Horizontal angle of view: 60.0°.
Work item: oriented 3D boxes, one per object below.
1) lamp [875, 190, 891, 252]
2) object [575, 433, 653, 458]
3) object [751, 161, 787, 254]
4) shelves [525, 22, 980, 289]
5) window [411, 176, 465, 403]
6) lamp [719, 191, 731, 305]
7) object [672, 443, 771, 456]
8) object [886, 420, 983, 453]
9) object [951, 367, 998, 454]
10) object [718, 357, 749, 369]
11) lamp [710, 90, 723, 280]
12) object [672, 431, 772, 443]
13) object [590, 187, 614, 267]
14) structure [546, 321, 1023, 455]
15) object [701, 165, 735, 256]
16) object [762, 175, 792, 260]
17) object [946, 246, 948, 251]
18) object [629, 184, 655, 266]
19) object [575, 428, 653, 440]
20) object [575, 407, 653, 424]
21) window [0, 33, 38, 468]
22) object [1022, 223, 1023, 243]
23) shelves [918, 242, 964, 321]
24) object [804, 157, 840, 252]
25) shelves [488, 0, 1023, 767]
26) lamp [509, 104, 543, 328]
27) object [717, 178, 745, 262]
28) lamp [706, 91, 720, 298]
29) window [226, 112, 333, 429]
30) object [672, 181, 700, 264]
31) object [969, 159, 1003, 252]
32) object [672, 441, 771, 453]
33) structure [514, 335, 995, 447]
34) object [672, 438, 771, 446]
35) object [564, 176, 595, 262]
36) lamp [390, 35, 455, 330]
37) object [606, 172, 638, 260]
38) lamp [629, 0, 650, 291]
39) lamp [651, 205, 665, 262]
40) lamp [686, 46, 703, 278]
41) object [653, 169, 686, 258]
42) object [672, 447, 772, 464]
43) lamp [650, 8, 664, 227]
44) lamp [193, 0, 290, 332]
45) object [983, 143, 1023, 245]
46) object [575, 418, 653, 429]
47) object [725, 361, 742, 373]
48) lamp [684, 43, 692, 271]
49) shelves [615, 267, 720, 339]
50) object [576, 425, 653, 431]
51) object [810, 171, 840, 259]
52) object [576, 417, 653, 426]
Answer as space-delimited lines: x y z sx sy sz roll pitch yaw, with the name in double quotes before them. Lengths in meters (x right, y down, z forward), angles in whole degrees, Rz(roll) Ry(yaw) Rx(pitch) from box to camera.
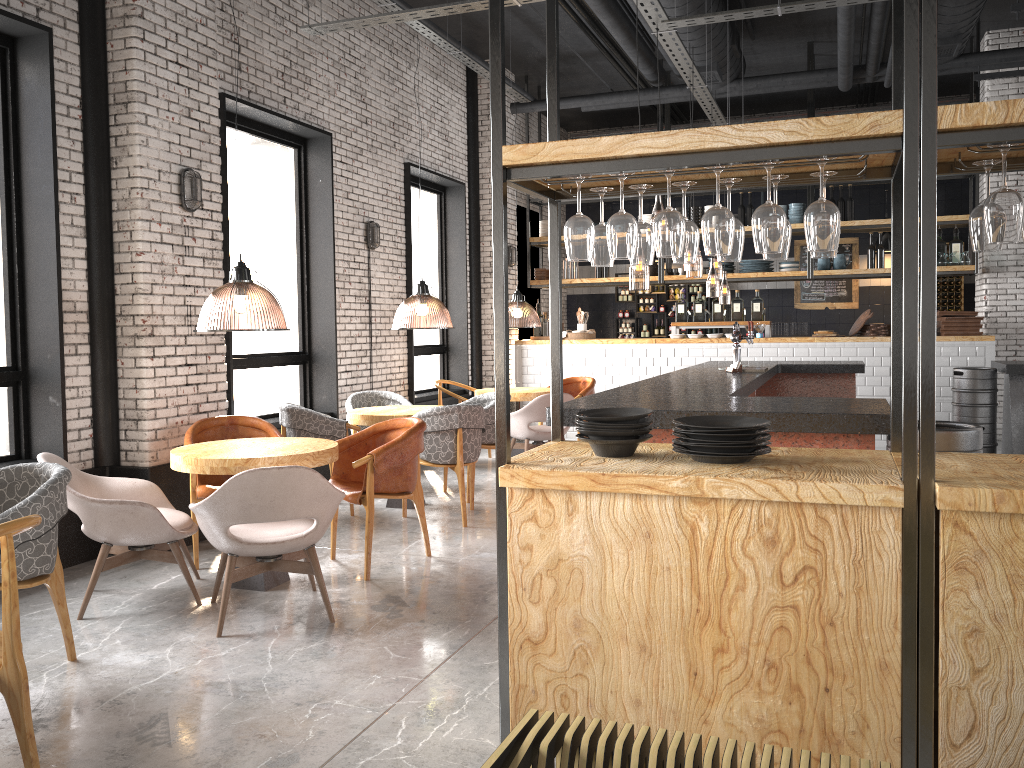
"lamp" 5.799 -2.526 13.725 0.390 0.936 0.391 0 3 23
"object" 0.341 0.204 2.955 0.257 0.067 0.257 0 4 13
"object" 0.759 -0.521 2.617 0.101 0.267 0.101 -2 3 -16
"shelves" 2.962 -2.887 11.734 5.677 3.064 0.598 0 3 20
"window" -1.069 -1.167 10.823 0.365 2.694 1.536 0 3 20
"lamp" 1.938 -1.525 8.091 0.108 1.597 0.108 -3 3 -38
"object" 0.664 0.213 2.815 0.306 0.041 0.306 2 4 38
"object" 1.811 0.689 3.813 0.398 1.034 0.399 -3 3 -34
"object" 4.390 0.365 8.419 0.398 1.034 0.399 -3 3 -34
"object" 2.042 -0.205 8.146 0.200 0.106 0.767 0 4 20
"lamp" 1.730 -1.687 7.531 0.108 1.597 0.108 -3 3 -38
"object" 0.664 0.175 2.814 0.306 0.042 0.306 -2 4 -22
"object" 0.314 -0.544 3.087 0.101 0.267 0.101 -2 3 -16
"structure" 3.187 0.294 6.275 4.310 1.532 5.882 0 4 20
"object" 0.620 -0.522 2.669 0.101 0.267 0.101 -2 3 -16
"object" 0.858 -0.539 2.886 0.101 0.267 0.101 -2 3 -16
"object" 6.584 -2.058 13.480 0.079 0.079 0.284 0 4 20
"object" 0.443 -0.543 3.039 0.101 0.267 0.101 -2 3 -16
"object" 0.340 0.181 2.955 0.257 0.075 0.257 0 4 20
"object" 0.341 0.126 2.952 0.257 0.076 0.257 -3 4 -32
"window" -3.291 -0.761 4.824 0.365 2.694 1.536 0 3 20
"object" 1.563 -0.533 2.624 0.101 0.267 0.101 1 3 34
"shelves" 6.450 -1.078 13.666 0.889 2.146 0.251 0 3 20
"object" 0.897 -0.520 2.566 0.101 0.267 0.101 -3 3 -39
"shelves" 1.738 -1.211 2.363 3.659 5.014 0.690 0 3 20
"lamp" 0.045 -1.803 9.480 0.537 2.404 0.537 -2 3 -28
"object" 0.720 -0.540 2.937 0.101 0.267 0.101 -2 3 -16
"lamp" 1.561 -1.475 6.906 0.108 1.597 0.108 -1 2 2
"window" -2.181 -0.964 7.822 0.365 2.694 1.536 0 3 20
"object" 0.581 -0.541 2.988 0.101 0.267 0.101 -2 3 -16
"object" 1.433 -0.534 2.672 0.101 0.267 0.101 1 3 34
"object" 0.664 0.198 2.815 0.306 0.044 0.306 1 4 21
"structure" 3.022 0.055 11.773 5.800 1.344 1.512 0 3 20
"object" 0.663 0.190 2.816 0.306 0.046 0.306 -2 4 -22
"object" 0.214 -0.526 2.819 0.101 0.267 0.101 -2 3 -16
"lamp" -0.759 -1.656 7.309 0.537 2.404 0.537 -2 3 -28
"object" 0.344 -0.525 2.771 0.101 0.267 0.101 -2 3 -16
"lamp" 0.662 -1.292 4.646 0.108 1.597 0.108 -3 3 -38
"lamp" 2.391 -2.558 15.023 0.390 0.936 0.391 0 3 23
"lamp" 1.157 -1.410 5.649 0.108 1.460 0.108 -1 2 -8
"object" 0.482 -0.523 2.720 0.101 0.267 0.101 -2 3 -16
"object" 0.665 0.224 2.816 0.306 0.035 0.306 -3 4 -32
"lamp" 0.845 -1.624 5.139 0.108 1.597 0.108 -3 3 -38
"lamp" -1.581 -1.506 5.090 0.537 2.404 0.537 -2 3 -28
"object" 1.334 -0.516 2.404 0.101 0.267 0.101 1 3 34
"object" 0.340 0.156 2.953 0.257 0.072 0.257 -1 4 -8
"object" 1.836 -0.145 7.342 0.091 0.091 0.178 -1 3 -5
"lamp" 1.262 -1.601 6.265 0.108 1.597 0.108 -3 3 -38
"shelves" 2.643 -1.219 15.121 1.761 1.481 0.157 0 3 20
"object" 0.341 0.173 2.955 0.257 0.075 0.257 -4 5 -44
"object" 0.996 -0.538 2.834 0.101 0.267 0.101 -3 3 -39
"object" 0.341 0.151 2.954 0.257 0.072 0.257 0 4 20
